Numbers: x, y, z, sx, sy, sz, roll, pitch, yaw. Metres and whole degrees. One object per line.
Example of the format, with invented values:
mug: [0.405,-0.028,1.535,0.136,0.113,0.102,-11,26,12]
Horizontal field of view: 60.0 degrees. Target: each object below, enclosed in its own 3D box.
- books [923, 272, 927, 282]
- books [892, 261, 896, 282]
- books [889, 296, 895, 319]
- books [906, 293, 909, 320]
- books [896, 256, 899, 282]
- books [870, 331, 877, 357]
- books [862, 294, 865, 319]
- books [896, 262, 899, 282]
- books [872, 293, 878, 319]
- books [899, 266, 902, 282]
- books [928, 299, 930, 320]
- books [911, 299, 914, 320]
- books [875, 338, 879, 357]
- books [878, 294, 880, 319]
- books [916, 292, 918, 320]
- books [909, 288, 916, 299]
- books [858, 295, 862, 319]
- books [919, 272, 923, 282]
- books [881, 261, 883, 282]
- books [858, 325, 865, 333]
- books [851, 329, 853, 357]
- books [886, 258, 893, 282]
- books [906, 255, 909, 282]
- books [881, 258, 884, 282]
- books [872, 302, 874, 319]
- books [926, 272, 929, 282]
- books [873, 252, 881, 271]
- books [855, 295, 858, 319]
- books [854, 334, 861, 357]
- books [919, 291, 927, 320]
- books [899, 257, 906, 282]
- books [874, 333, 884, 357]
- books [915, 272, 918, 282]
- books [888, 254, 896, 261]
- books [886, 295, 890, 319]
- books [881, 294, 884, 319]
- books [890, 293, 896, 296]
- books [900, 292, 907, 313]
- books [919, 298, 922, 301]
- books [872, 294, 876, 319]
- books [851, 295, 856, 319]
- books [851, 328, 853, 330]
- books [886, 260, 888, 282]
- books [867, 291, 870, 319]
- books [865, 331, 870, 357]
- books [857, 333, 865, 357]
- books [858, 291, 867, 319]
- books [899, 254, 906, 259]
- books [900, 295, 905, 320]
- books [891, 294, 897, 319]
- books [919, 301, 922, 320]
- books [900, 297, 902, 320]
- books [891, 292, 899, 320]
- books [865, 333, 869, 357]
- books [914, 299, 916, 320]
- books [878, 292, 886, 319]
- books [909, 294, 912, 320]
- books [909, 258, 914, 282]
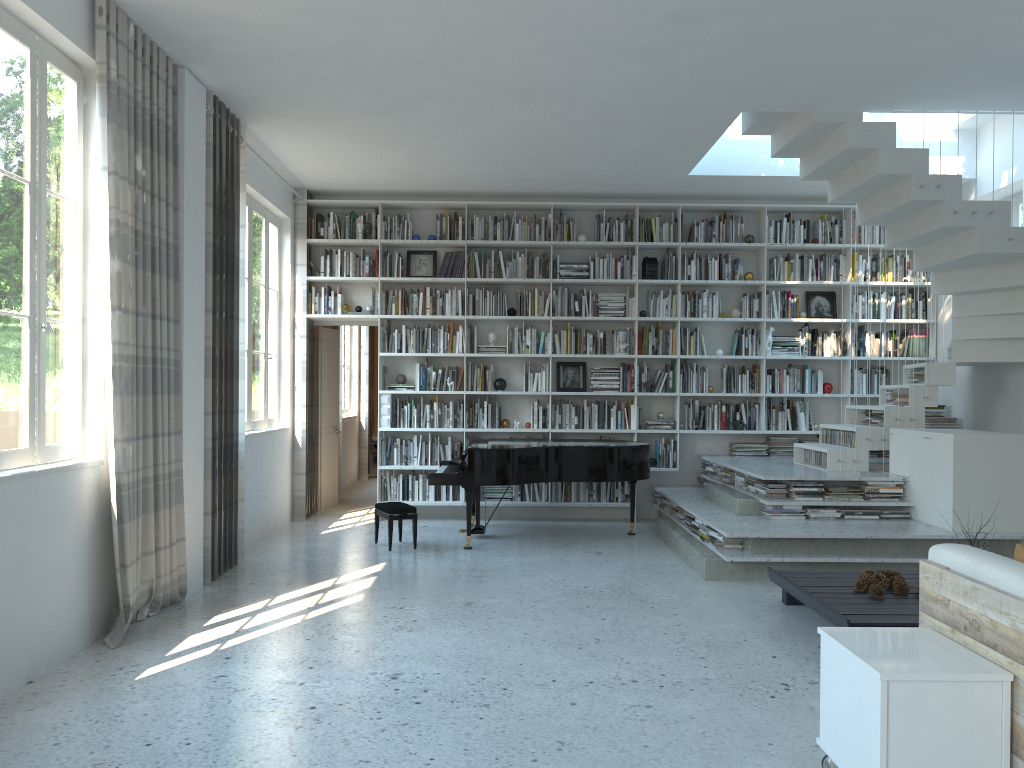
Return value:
books: [4.109,-1.117,8.899,0.040,0.246,0.160,0,0,-1]
books: [3.794,-1.107,8.882,0.023,0.220,0.171,0,0,-1]
books: [3.778,-0.753,8.883,0.045,0.245,0.177,0,0,-1]
books: [3.929,-0.767,8.888,0.013,0.277,0.188,0,0,-1]
books: [3.842,-1.137,8.903,0.024,0.281,0.153,0,0,-1]
books: [3.587,-0.394,8.880,0.056,0.261,0.176,0,0,-1]
books: [3.486,-0.761,8.883,0.026,0.256,0.173,0,0,-1]
books: [3.823,-1.103,8.877,0.013,0.213,0.186,0,0,-1]
books: [3.627,-0.767,8.894,0.025,0.271,0.152,0,0,-1]
books: [3.870,-1.087,8.903,0.034,0.183,0.156,0,0,-1]
books: [4.140,-0.737,8.892,0.021,0.219,0.184,0,0,-1]
books: [3.977,-0.734,8.884,0.025,0.211,0.188,0,0,-1]
books: [3.626,-0.358,8.881,0.023,0.189,0.169,0,0,-1]
books: [3.651,-0.761,8.885,0.024,0.259,0.156,0,0,-1]
books: [4.033,-0.770,8.901,0.013,0.283,0.149,0,0,-1]
books: [4.021,-0.793,8.909,0.013,0.330,0.140,0,0,-1]
books: [3.450,-0.757,8.872,0.023,0.247,0.182,0,0,-1]
books: [4.075,-1.124,8.899,0.029,0.258,0.163,0,0,-1]
books: [3.643,-1.102,8.814,0.014,0.206,0.184,0,0,-1]
books: [3.505,-0.425,8.899,0.012,0.322,0.141,0,0,-1]
books: [3.368,-0.404,8.882,0.025,0.277,0.160,0,0,-1]
books: [3.717,-1.119,8.833,0.042,0.242,0.247,0,0,-1]
books: [3.933,-1.139,8.894,0.023,0.287,0.163,0,0,-1]
books: [3.661,-1.120,8.820,0.022,0.242,0.144,0,0,-1]
books: [3.588,-0.721,8.899,0.027,0.179,0.157,0,0,-1]
books: [4.134,-1.102,8.882,0.011,0.216,0.170,0,0,-1]
books: [3.626,-1.147,8.810,0.022,0.296,0.152,0,0,-1]
books: [3.425,-0.758,8.899,0.026,0.250,0.160,0,0,-1]
books: [3.443,-0.383,8.908,0.066,0.236,0.144,0,0,-1]
books: [4.109,-0.774,8.890,0.042,0.292,0.186,0,0,-1]
books: [3.899,-1.127,8.883,0.022,0.261,0.160,0,0,-1]
books: [3.678,-0.386,8.886,0.022,0.247,0.181,0,0,-1]
books: [4.026,-1.102,8.889,0.023,0.213,0.180,0,0,-1]
books: [3.811,-1.144,8.890,0.010,0.295,0.165,0,0,-1]
books: [3.750,-0.757,8.903,0.012,0.254,0.161,0,0,-1]
books: [3.674,-0.762,8.883,0.022,0.263,0.172,0,0,-1]
books: [3.828,-0.766,8.913,0.010,0.273,0.130,0,0,-1]
books: [3.917,-0.771,8.891,0.012,0.283,0.151,0,0,-1]
books: [4.080,-0.743,8.920,0.024,0.230,0.131,0,0,-1]
books: [3.608,-0.762,8.885,0.013,0.260,0.158,0,0,-1]
books: [3.406,-0.760,8.886,0.012,0.254,0.161,0,0,-1]
books: [3.386,-0.411,8.898,0.010,0.293,0.164,0,0,-1]
books: [3.690,-1.109,8.811,0.013,0.222,0.174,0,0,-1]
books: [3.552,-0.780,8.896,0.022,0.297,0.162,0,0,-1]
books: [3.548,-0.396,8.892,0.022,0.265,0.157,0,0,-1]
books: [3.488,-0.386,8.881,0.022,0.243,0.170,0,0,-1]
books: [3.506,-0.775,8.869,0.014,0.285,0.185,0,0,-1]
books: [3.916,-1.143,8.905,0.011,0.294,0.151,0,0,-1]
books: [3.898,-0.755,8.900,0.025,0.252,0.160,0,0,-1]
books: [3.812,-0.759,8.889,0.023,0.258,0.184,0,0,-1]
books: [4.054,-0.726,8.885,0.029,0.195,0.192,0,0,-1]
books: [3.871,-0.748,8.910,0.028,0.237,0.146,0,0,-1]
books: [3.845,-0.775,8.909,0.024,0.292,0.132,0,0,-1]
books: [3.524,-0.387,8.880,0.026,0.245,0.180,0,0,-1]
books: [4.002,-0.738,8.893,0.025,0.220,0.177,0,0,-1]
books: [3.701,-0.773,8.888,0.030,0.284,0.166,0,0,-1]
books: [3.950,-0.763,8.885,0.028,0.268,0.173,0,0,-1]
books: [3.980,-1.122,8.891,0.070,0.254,0.154,0,0,-1]
